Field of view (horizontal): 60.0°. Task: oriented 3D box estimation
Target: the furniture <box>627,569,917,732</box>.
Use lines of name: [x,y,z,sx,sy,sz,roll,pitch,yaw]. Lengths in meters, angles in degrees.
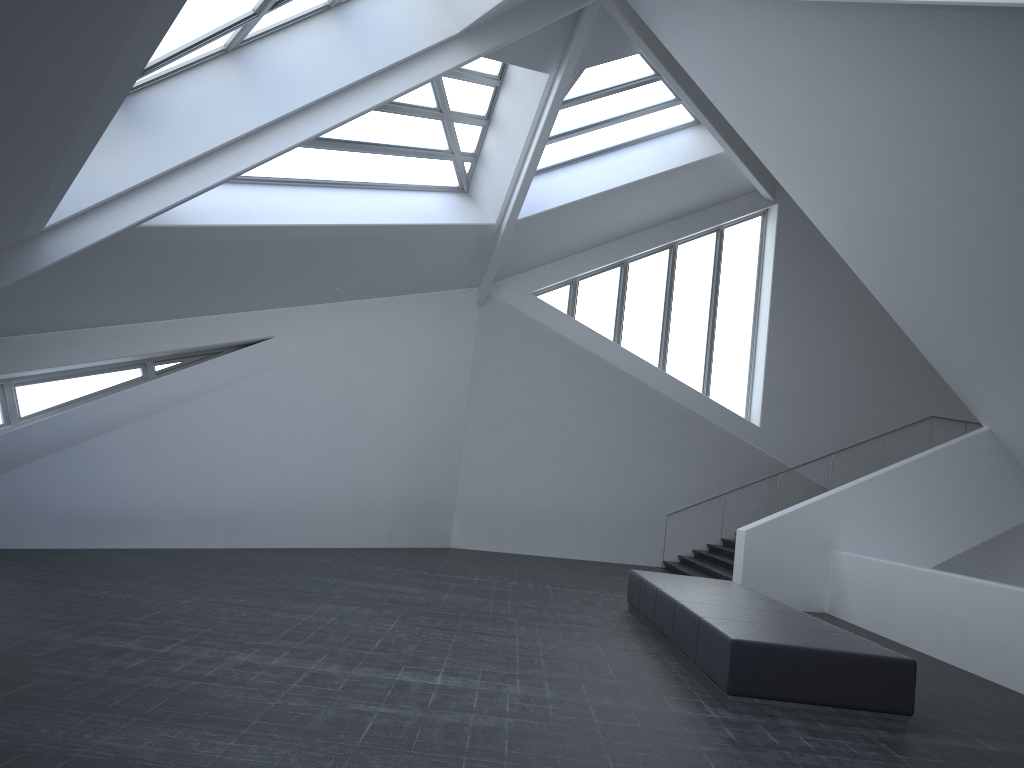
furniture: [2.421,2.711,9.862,1.488,0.580,5.742,7,-6,0]
